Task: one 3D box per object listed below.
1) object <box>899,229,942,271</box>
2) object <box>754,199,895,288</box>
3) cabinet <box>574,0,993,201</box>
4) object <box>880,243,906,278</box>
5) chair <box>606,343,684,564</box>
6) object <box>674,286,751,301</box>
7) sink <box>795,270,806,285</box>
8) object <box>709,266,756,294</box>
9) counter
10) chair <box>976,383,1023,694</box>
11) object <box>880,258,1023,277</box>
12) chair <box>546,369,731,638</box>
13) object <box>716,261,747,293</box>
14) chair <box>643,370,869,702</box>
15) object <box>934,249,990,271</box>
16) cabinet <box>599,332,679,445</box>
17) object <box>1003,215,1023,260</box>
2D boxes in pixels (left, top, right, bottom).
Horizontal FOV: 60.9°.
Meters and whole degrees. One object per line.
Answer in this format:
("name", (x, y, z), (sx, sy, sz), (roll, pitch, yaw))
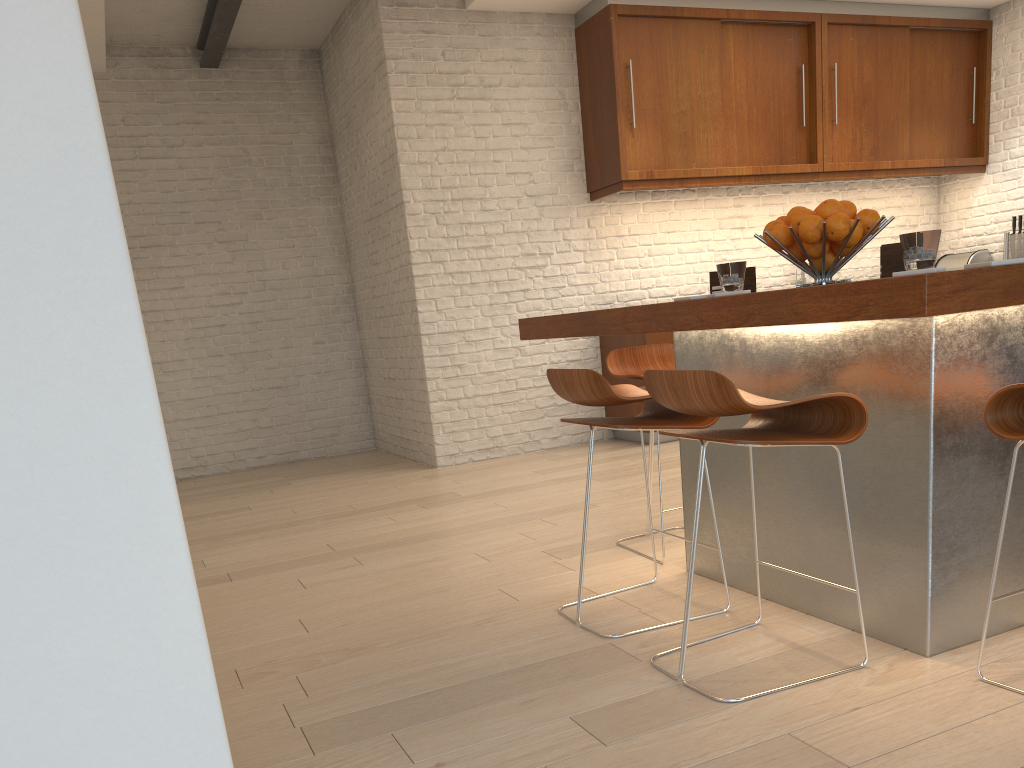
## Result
("object", (0.961, -0.313, 2.053), (0.091, 0.087, 0.088), (-7, 9, -8))
("object", (0.865, -0.388, 2.426), (0.366, 0.229, 0.352), (-2, 8, 32))
("cabinet", (2.072, -2.046, 6.279), (3.305, 1.207, 0.449), (-8, 13, -22))
("object", (0.979, -0.312, 2.195), (0.094, 0.085, 0.111), (-3, 8, 22))
("chair", (0.611, 0.243, 3.341), (0.400, 0.801, 0.412), (-11, 13, -23))
("object", (0.677, -0.295, 2.750), (0.203, 0.036, 0.282), (-8, 5, -23))
("sink", (2.576, -0.853, 6.646), (0.848, 0.443, 0.506), (-9, 9, -23))
("object", (0.709, -0.326, 2.801), (0.093, 0.085, 0.112), (-10, 8, -23))
("counter", (1.544, 0.101, 2.822), (2.468, 0.951, 1.655), (-8, 7, -23))
("chair", (1.305, 0.277, 1.818), (0.400, 0.801, 0.412), (-11, 13, -23))
("object", (0.996, -0.280, 2.070), (0.196, 0.036, 0.387), (-8, 4, -20))
("chair", (0.350, 0.321, 2.641), (0.417, 0.801, 0.395), (-11, 13, -23))
("object", (0.671, -0.325, 2.660), (0.090, 0.087, 0.089), (-10, 10, -26))
("chair", (0.569, 0.332, 2.159), (0.417, 0.801, 0.395), (-11, 13, -23))
("object", (3.636, -0.985, 7.063), (0.247, 0.164, 0.338), (-9, 7, -23))
("cabinet", (3.004, -1.231, 5.501), (4.783, 2.926, 2.193), (-2, 11, 31))
("object", (3.868, -1.088, 6.610), (0.066, 0.387, 0.315), (-12, 11, -24))
